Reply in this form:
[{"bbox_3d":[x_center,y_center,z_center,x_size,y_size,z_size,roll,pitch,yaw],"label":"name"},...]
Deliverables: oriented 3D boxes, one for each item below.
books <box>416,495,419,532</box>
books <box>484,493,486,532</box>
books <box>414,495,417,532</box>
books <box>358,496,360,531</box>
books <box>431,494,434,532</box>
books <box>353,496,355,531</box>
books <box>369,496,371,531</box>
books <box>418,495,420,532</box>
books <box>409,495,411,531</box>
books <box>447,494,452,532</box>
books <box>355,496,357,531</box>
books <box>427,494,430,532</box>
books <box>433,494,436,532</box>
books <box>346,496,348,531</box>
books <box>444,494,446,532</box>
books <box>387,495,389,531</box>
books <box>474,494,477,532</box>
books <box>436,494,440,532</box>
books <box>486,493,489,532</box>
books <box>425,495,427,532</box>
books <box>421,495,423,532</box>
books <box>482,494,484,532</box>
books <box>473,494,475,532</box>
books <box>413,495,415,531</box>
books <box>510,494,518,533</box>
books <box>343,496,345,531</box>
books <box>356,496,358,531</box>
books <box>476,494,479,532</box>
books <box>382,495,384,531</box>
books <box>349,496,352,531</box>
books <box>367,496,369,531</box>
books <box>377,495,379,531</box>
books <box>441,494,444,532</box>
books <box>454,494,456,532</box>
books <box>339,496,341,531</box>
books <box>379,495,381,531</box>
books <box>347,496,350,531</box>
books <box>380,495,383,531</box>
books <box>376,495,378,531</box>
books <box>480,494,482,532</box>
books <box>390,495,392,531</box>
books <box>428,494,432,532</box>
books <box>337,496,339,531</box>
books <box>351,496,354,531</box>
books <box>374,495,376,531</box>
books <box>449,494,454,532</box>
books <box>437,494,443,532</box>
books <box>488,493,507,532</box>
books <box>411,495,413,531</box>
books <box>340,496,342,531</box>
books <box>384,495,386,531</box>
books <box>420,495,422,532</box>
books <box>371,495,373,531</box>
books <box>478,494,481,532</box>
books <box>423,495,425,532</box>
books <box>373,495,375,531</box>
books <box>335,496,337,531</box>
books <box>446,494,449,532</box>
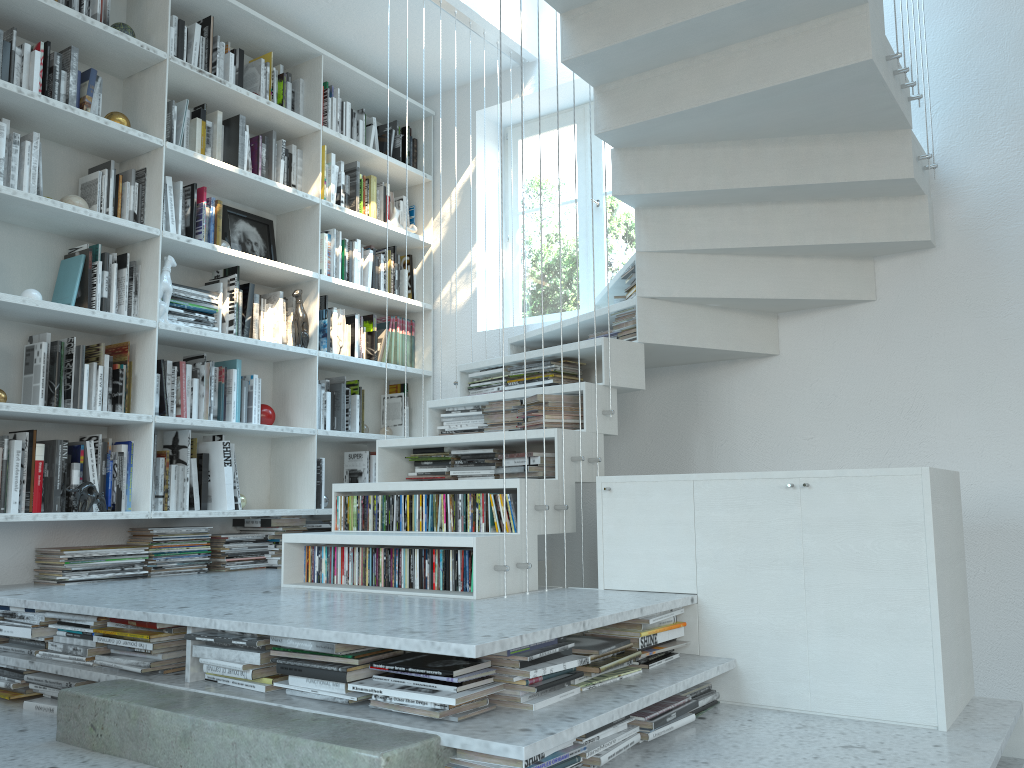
[{"bbox_3d":[-0.289,0.448,3.083,0.008,0.125,0.125,-5,-9,34],"label":"books"},{"bbox_3d":[-0.053,0.424,2.923,0.007,0.125,0.125,-5,-9,34],"label":"books"},{"bbox_3d":[-0.297,0.449,3.089,0.010,0.125,0.125,-5,-9,34],"label":"books"},{"bbox_3d":[-0.515,0.471,3.237,0.007,0.125,0.125,-5,-9,34],"label":"books"},{"bbox_3d":[-0.235,0.442,3.047,0.009,0.125,0.125,-5,-9,34],"label":"books"},{"bbox_3d":[-0.534,0.473,3.250,0.008,0.125,0.125,-5,-9,34],"label":"books"},{"bbox_3d":[-0.470,0.466,3.206,0.007,0.125,0.125,-5,-9,34],"label":"books"},{"bbox_3d":[-0.282,0.447,3.079,0.008,0.125,0.125,-5,-9,34],"label":"books"},{"bbox_3d":[-0.316,0.451,3.102,0.007,0.125,0.125,-5,-9,34],"label":"books"},{"bbox_3d":[-0.175,0.436,3.006,0.012,0.125,0.125,-5,-9,34],"label":"books"},{"bbox_3d":[-0.527,0.472,3.245,0.007,0.125,0.125,-5,-9,34],"label":"books"},{"bbox_3d":[-0.252,0.444,3.058,0.008,0.125,0.125,-5,-9,34],"label":"books"},{"bbox_3d":[-0.227,0.442,3.041,0.011,0.125,0.125,-5,-9,34],"label":"books"},{"bbox_3d":[-0.564,0.476,3.270,0.007,0.125,0.125,-5,-9,34],"label":"books"},{"bbox_3d":[-0.190,0.438,3.016,0.009,0.125,0.125,-5,-9,34],"label":"books"},{"bbox_3d":[-0.400,0.459,3.158,0.007,0.125,0.125,-5,-9,34],"label":"books"},{"bbox_3d":[-0.084,0.427,2.945,0.010,0.125,0.125,-5,-9,34],"label":"books"},{"bbox_3d":[-0.218,0.441,3.036,0.009,0.125,0.125,-5,-9,34],"label":"books"},{"bbox_3d":[-0.046,0.423,2.919,0.008,0.125,0.125,-5,-9,34],"label":"books"},{"bbox_3d":[-0.258,0.445,3.062,0.007,0.125,0.125,-5,-9,34],"label":"books"},{"bbox_3d":[-0.270,0.446,3.071,0.008,0.125,0.125,-5,-9,34],"label":"books"},{"bbox_3d":[-0.058,0.425,2.927,0.008,0.125,0.125,-5,-9,34],"label":"books"},{"bbox_3d":[-0.090,0.428,2.949,0.008,0.125,0.125,-5,-9,34],"label":"books"},{"bbox_3d":[-0.303,0.449,3.093,0.007,0.125,0.125,-5,-9,34],"label":"books"},{"bbox_3d":[0.042,0.416,2.859,0.034,0.123,0.125,-5,-9,34],"label":"books"},{"bbox_3d":[-0.577,0.477,3.279,0.008,0.125,0.125,-5,-9,34],"label":"books"},{"bbox_3d":[-0.522,0.471,3.241,0.007,0.125,0.125,-5,-9,34],"label":"books"},{"bbox_3d":[-0.078,0.427,2.941,0.010,0.125,0.125,-5,-9,34],"label":"books"},{"bbox_3d":[-0.418,0.461,3.171,0.008,0.125,0.125,-5,-9,34],"label":"books"},{"bbox_3d":[-0.551,0.474,3.261,0.010,0.125,0.125,-5,-9,34],"label":"books"},{"bbox_3d":[-0.477,0.467,3.211,0.010,0.125,0.125,-5,-9,34],"label":"books"},{"bbox_3d":[-0.438,0.463,3.185,0.008,0.125,0.125,-5,-9,34],"label":"books"},{"bbox_3d":[-0.197,0.439,3.021,0.013,0.125,0.125,-5,-9,34],"label":"books"},{"bbox_3d":[-0.155,0.434,2.993,0.009,0.125,0.125,-5,-9,34],"label":"books"},{"bbox_3d":[-0.596,0.479,3.292,0.009,0.125,0.125,-5,-9,34],"label":"books"},{"bbox_3d":[-0.431,0.462,3.180,0.008,0.125,0.125,-5,-9,34],"label":"books"},{"bbox_3d":[-0.559,0.475,3.266,0.008,0.125,0.125,-5,-9,34],"label":"books"},{"bbox_3d":[-0.425,0.462,3.176,0.008,0.125,0.125,-5,-9,34],"label":"books"},{"bbox_3d":[-0.444,0.464,3.189,0.008,0.125,0.125,-5,-9,34],"label":"books"},{"bbox_3d":[-0.065,0.425,2.931,0.008,0.125,0.125,-5,-9,34],"label":"books"},{"bbox_3d":[-0.388,0.458,3.150,0.008,0.125,0.125,-5,-9,34],"label":"books"},{"bbox_3d":[-0.243,0.443,3.052,0.013,0.125,0.125,-5,-9,34],"label":"books"},{"bbox_3d":[-0.602,0.480,3.296,0.008,0.125,0.125,-5,-9,34],"label":"books"},{"bbox_3d":[-0.544,0.474,3.256,0.012,0.125,0.125,-5,-9,34],"label":"books"},{"bbox_3d":[-0.450,0.464,3.193,0.007,0.125,0.125,-5,-9,34],"label":"books"},{"bbox_3d":[-0.167,0.436,3.001,0.018,0.125,0.125,-5,-9,34],"label":"books"},{"bbox_3d":[-0.209,0.440,3.029,0.016,0.125,0.125,-5,-9,34],"label":"books"},{"bbox_3d":[-0.038,0.423,2.913,0.011,0.125,0.125,-5,-9,34],"label":"books"},{"bbox_3d":[-0.310,0.450,3.097,0.007,0.125,0.125,-5,-9,34],"label":"books"},{"bbox_3d":[-0.589,0.478,3.287,0.008,0.125,0.125,-5,-9,34],"label":"books"},{"bbox_3d":[-0.412,0.460,3.167,0.007,0.125,0.125,-5,-9,34],"label":"books"},{"bbox_3d":[-0.276,0.447,3.075,0.008,0.125,0.125,-5,-9,34],"label":"books"},{"bbox_3d":[-0.463,0.466,3.202,0.009,0.125,0.125,-5,-9,34],"label":"books"},{"bbox_3d":[-0.071,0.426,2.936,0.008,0.125,0.125,-5,-9,34],"label":"books"},{"bbox_3d":[-0.264,0.445,3.067,0.008,0.125,0.125,-5,-9,34],"label":"books"},{"bbox_3d":[-0.457,0.465,3.197,0.009,0.125,0.125,-5,-9,34],"label":"books"},{"bbox_3d":[-0.609,0.480,3.301,0.008,0.125,0.125,-5,-9,34],"label":"books"},{"bbox_3d":[-0.184,0.437,3.012,0.007,0.125,0.125,-5,-9,34],"label":"books"}]
